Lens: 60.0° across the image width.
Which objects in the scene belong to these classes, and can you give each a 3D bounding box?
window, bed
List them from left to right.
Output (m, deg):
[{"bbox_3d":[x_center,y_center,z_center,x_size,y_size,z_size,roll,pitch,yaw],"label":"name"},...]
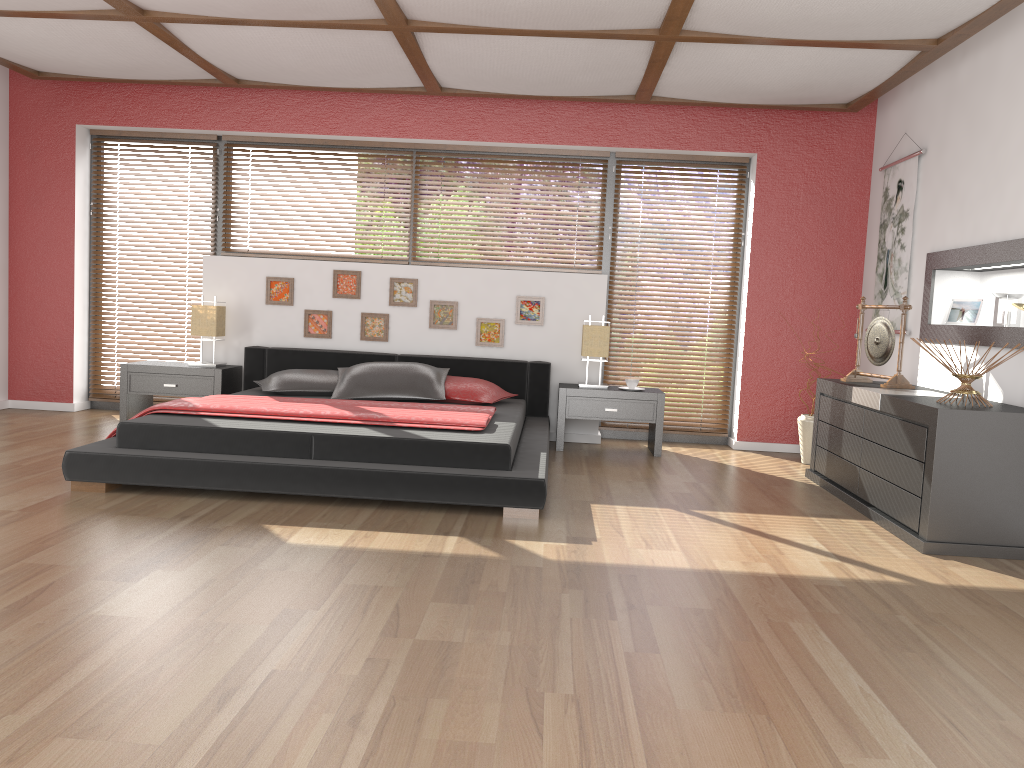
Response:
[{"bbox_3d":[-2.705,-0.886,6.748,0.889,1.893,0.020,3,5,3],"label":"window"},{"bbox_3d":[-1.010,0.154,5.143,2.469,0.577,2.413,3,5,3],"label":"bed"},{"bbox_3d":[-0.730,-1.320,6.616,2.817,0.786,0.020,3,5,3],"label":"window"},{"bbox_3d":[1.186,-0.674,6.576,0.889,1.893,0.020,3,5,3],"label":"window"}]

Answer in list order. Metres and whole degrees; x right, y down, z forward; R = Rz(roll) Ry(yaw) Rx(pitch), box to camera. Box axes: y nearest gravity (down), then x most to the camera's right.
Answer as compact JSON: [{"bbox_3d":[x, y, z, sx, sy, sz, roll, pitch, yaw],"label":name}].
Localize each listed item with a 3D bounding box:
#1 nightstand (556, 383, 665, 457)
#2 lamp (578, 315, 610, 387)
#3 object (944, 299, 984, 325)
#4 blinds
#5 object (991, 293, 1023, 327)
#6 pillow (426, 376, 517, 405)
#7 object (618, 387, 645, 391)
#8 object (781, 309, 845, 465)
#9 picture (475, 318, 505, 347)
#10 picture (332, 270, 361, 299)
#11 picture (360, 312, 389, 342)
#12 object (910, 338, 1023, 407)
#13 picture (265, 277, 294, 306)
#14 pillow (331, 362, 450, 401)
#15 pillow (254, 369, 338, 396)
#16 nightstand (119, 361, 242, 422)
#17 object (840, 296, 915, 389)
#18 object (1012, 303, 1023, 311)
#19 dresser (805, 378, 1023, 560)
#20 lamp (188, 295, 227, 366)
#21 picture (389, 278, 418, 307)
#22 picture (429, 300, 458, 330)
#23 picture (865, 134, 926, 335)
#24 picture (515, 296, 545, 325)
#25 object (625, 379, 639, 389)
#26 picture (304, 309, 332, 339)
[{"bbox_3d":[0.662,0.238,6.073,0.700,0.423,0.413,3,5,3],"label":"nightstand"},{"bbox_3d":[0.568,-0.231,6.080,0.200,0.480,0.200,3,5,3],"label":"lamp"},{"bbox_3d":[2.508,-0.401,4.921,0.041,0.146,0.226,1,5,-18],"label":"object"},{"bbox_3d":[-0.766,-0.739,6.597,4.840,1.952,0.032,3,5,3],"label":"blinds"},{"bbox_3d":[2.522,-0.373,4.517,0.159,0.171,0.159,-1,6,-38],"label":"object"},{"bbox_3d":[-0.378,0.040,5.825,0.745,0.172,0.418,5,5,22],"label":"pillow"},{"bbox_3d":[0.809,0.034,5.994,0.179,0.012,0.179,5,5,27],"label":"object"},{"bbox_3d":[1.954,0.013,5.871,0.422,1.035,0.364,1,5,-22],"label":"object"},{"bbox_3d":[-0.156,-0.366,6.310,0.200,0.200,0.010,3,5,3],"label":"picture"},{"bbox_3d":[-1.179,-0.710,6.332,0.200,0.200,0.010,3,5,3],"label":"picture"},{"bbox_3d":[-0.983,-0.407,6.347,0.200,0.200,0.010,3,5,3],"label":"picture"},{"bbox_3d":[2.014,-0.050,3.923,0.481,0.282,0.481,0,6,-31],"label":"object"},{"bbox_3d":[-1.665,-0.665,6.360,0.200,0.200,0.010,3,5,3],"label":"picture"},{"bbox_3d":[-0.781,-0.022,5.699,0.744,0.241,0.386,3,5,-2],"label":"pillow"},{"bbox_3d":[-1.290,-0.005,5.812,0.745,0.172,0.418,1,5,-22],"label":"pillow"},{"bbox_3d":[-2.308,0.077,6.205,0.700,0.423,0.413,3,5,3],"label":"nightstand"},{"bbox_3d":[2.058,-0.242,4.958,0.173,0.498,0.490,2,5,-12],"label":"object"},{"bbox_3d":[2.481,-0.308,4.053,0.181,0.116,0.350,2,5,-7],"label":"object"},{"bbox_3d":[2.029,0.347,4.505,0.540,0.608,1.740,3,5,3],"label":"dresser"},{"bbox_3d":[-2.123,-0.377,6.199,0.200,0.480,0.200,3,5,3],"label":"lamp"},{"bbox_3d":[-0.773,-0.653,6.317,0.200,0.200,0.010,3,5,3],"label":"picture"},{"bbox_3d":[-0.488,-0.492,6.316,0.200,0.200,0.010,3,5,3],"label":"picture"},{"bbox_3d":[2.445,-0.958,5.663,0.028,1.270,0.701,3,5,3],"label":"picture"},{"bbox_3d":[0.128,-0.520,6.284,0.200,0.200,0.010,3,5,3],"label":"picture"},{"bbox_3d":[0.811,0.002,5.991,0.099,0.069,0.099,5,5,27],"label":"object"},{"bbox_3d":[-1.393,-0.430,6.365,0.200,0.200,0.010,3,5,3],"label":"picture"}]
